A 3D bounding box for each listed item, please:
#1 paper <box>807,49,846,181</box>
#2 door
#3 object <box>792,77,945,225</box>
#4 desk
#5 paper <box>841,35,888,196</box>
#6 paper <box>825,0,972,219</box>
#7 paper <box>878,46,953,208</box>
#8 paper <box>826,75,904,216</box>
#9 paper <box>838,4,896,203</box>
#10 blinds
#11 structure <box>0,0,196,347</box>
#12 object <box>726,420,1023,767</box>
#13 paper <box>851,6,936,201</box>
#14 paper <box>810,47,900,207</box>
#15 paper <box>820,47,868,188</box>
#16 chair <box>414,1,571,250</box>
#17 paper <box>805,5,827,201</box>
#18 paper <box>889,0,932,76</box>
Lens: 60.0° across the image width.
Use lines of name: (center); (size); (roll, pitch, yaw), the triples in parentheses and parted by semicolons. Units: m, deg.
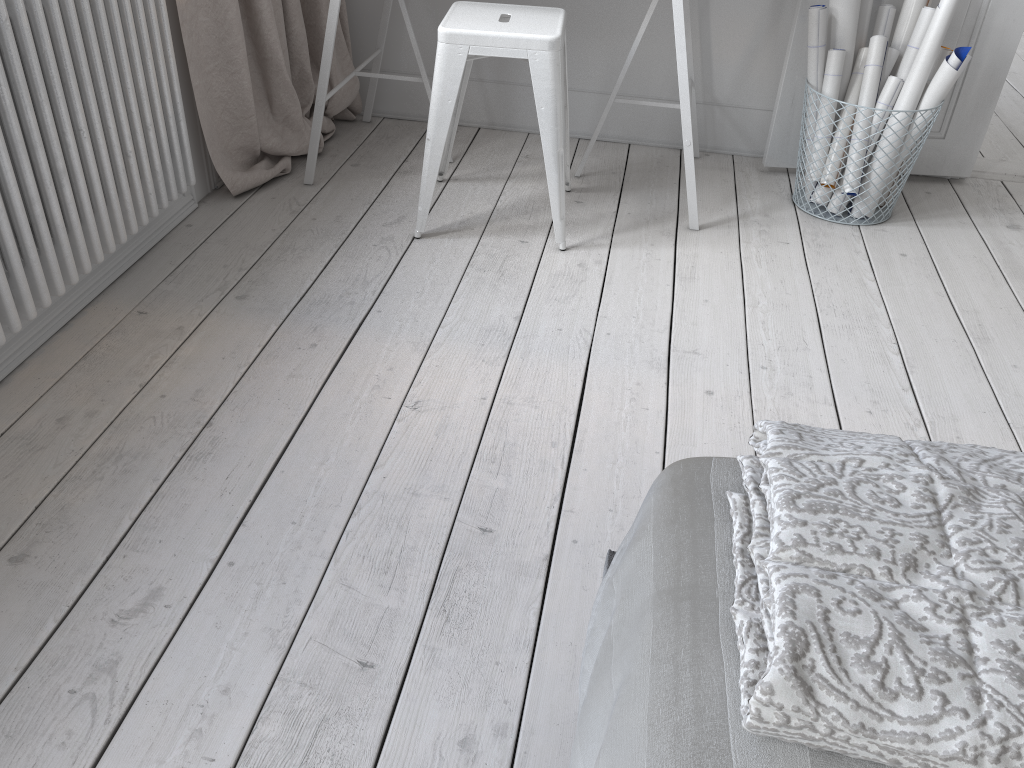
paper: (0.896, -0.763, 2.531); (0.047, 0.360, 0.129); (2, 36, -2)
door: (1.190, -1.635, 2.189); (0.678, 2.322, 0.034); (3, 35, -1)
object: (1.006, -0.686, 2.586); (0.375, 0.350, 0.374); (9, 36, 8)
desk: (0.021, -0.989, 2.564); (1.163, 0.775, 0.642); (8, 36, 7)
paper: (0.995, -0.753, 2.501); (0.049, 0.402, 0.244); (9, 36, 9)
paper: (1.023, -0.884, 2.480); (0.181, 0.792, 0.431); (-22, 43, -31)
paper: (1.149, -0.738, 2.567); (0.123, 0.464, 0.057); (-9, 37, -16)
paper: (1.028, -0.689, 2.554); (0.078, 0.388, 0.234); (28, 42, 30)
paper: (1.035, -0.813, 2.602); (0.047, 0.541, 0.201); (10, 36, 10)
blinds: (-0.619, -1.789, 1.995); (0.225, 2.676, 0.832); (8, 36, 7)
structure: (-0.963, -0.529, 1.758); (0.216, 0.599, 0.937); (8, 36, 7)
object: (0.899, 0.226, 0.643); (1.460, 0.104, 0.405); (8, 36, 7)
paper: (1.100, -0.790, 2.555); (0.153, 0.552, 0.060); (-20, 42, -29)
paper: (0.987, -0.740, 2.565); (0.253, 0.431, 0.054); (-28, 46, -36)
paper: (0.961, -0.759, 2.539); (0.047, 0.357, 0.240); (17, 38, 18)
chair: (-0.029, -0.704, 2.373); (0.407, 0.526, 0.410); (5, 36, 3)
paper: (0.876, -0.797, 2.560); (0.166, 0.546, 0.046); (23, 40, 25)
paper: (1.107, -0.877, 2.585); (0.073, 0.668, 0.182); (22, 39, 24)
